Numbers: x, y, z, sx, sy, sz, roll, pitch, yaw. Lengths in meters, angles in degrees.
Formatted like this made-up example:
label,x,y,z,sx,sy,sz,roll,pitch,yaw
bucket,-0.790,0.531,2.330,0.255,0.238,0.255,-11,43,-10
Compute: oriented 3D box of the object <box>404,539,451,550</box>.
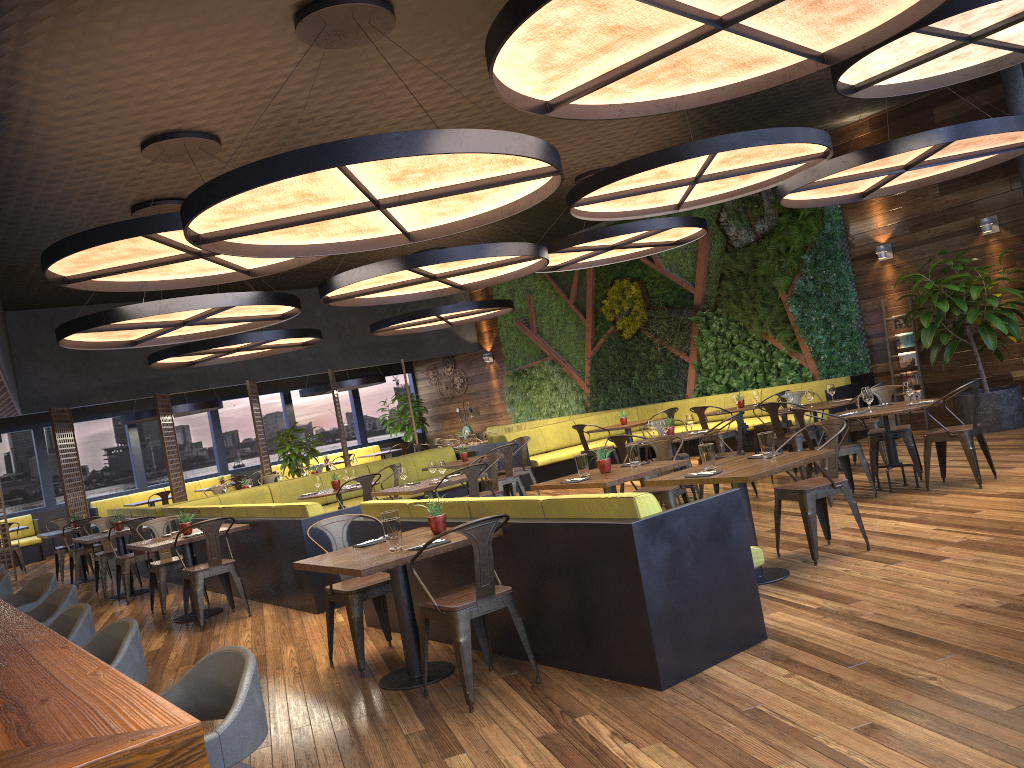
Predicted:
label,x,y,z,sx,sy,sz,roll,pitch,yaw
object,-0.472,0.881,4.856,0.255,0.019,0.157,-10,-1,-37

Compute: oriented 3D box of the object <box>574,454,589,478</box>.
label,x,y,z,sx,sy,sz,roll,pitch,yaw
object,0.554,0.644,6.954,0.102,0.178,0.102,-11,-1,19

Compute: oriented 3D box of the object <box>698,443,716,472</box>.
label,x,y,z,sx,sy,sz,roll,pitch,yaw
object,1.310,0.491,5.918,0.102,0.178,0.102,-11,-1,29

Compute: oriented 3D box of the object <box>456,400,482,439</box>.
label,x,y,z,sx,sy,sz,roll,pitch,yaw
object,-0.957,1.178,21.006,0.459,1.615,0.848,-10,-1,-37

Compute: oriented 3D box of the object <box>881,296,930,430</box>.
label,x,y,z,sx,sy,sz,roll,pitch,yaw
object,5.560,-0.284,12.549,0.210,1.896,0.441,-10,-1,-37

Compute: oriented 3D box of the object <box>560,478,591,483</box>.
label,x,y,z,sx,sy,sz,roll,pitch,yaw
object,0.473,0.738,6.817,0.157,0.019,0.255,-10,-1,-37

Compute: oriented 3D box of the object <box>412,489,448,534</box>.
label,x,y,z,sx,sy,sz,roll,pitch,yaw
object,-0.454,0.756,5.302,0.238,0.271,0.260,-10,-1,-31

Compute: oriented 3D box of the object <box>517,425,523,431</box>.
label,x,y,z,sx,sy,sz,roll,pitch,yaw
object,0.153,0.865,16.822,0.102,0.178,0.102,-11,-1,39

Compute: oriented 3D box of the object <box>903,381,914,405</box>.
label,x,y,z,sx,sy,sz,roll,pitch,yaw
object,3.677,0.082,8.208,0.097,0.206,0.097,-11,-1,40

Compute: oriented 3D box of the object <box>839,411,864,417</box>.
label,x,y,z,sx,sy,sz,roll,pitch,yaw
object,3.153,0.273,8.220,0.255,0.019,0.157,-10,-1,-5

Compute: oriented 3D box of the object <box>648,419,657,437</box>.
label,x,y,z,sx,sy,sz,roll,pitch,yaw
object,1.538,0.494,9.671,0.097,0.206,0.097,-10,-1,-30

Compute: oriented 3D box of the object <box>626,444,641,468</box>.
label,x,y,z,sx,sy,sz,roll,pitch,yaw
object,0.966,0.570,7.018,0.102,0.178,0.102,-10,-1,-31

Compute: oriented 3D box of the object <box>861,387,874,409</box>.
label,x,y,z,sx,sy,sz,roll,pitch,yaw
object,3.419,0.134,8.532,0.097,0.206,0.097,-11,-1,22

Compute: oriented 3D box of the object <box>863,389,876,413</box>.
label,x,y,z,sx,sy,sz,roll,pitch,yaw
object,3.259,0.156,8.101,0.097,0.206,0.097,-10,-1,-32

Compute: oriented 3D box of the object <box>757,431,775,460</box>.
label,x,y,z,sx,sy,sz,roll,pitch,yaw
object,1.723,0.416,5.982,0.102,0.178,0.102,-11,-1,29

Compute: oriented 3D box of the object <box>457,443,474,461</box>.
label,x,y,z,sx,sy,sz,roll,pitch,yaw
object,-0.639,0.888,11.820,0.260,0.271,0.238,-10,-1,-1

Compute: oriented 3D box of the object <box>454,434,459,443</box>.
label,x,y,z,sx,sy,sz,roll,pitch,yaw
object,-1.138,1.123,18.288,0.102,0.178,0.102,-10,-1,-1

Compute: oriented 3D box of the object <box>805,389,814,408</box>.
label,x,y,z,sx,sy,sz,roll,pitch,yaw
object,3.376,0.164,10.045,0.097,0.206,0.097,-11,-1,43

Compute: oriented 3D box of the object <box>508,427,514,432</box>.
label,x,y,z,sx,sy,sz,roll,pitch,yaw
object,-0.017,0.893,16.588,0.102,0.178,0.102,-10,-1,-1

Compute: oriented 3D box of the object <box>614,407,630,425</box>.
label,x,y,z,sx,sy,sz,roll,pitch,yaw
object,1.686,0.490,13.589,0.260,0.271,0.238,-10,-1,2

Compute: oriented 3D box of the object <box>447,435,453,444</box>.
label,x,y,z,sx,sy,sz,roll,pitch,yaw
object,-1.254,1.141,18.104,0.102,0.178,0.102,-11,-1,39

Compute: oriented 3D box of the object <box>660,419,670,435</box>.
label,x,y,z,sx,sy,sz,roll,pitch,yaw
object,1.598,0.477,9.237,0.097,0.206,0.097,-11,-1,25

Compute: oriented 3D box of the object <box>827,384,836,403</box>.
label,x,y,z,sx,sy,sz,roll,pitch,yaw
object,3.706,0.107,10.277,0.097,0.206,0.097,-10,-1,5

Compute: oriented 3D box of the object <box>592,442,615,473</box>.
label,x,y,z,sx,sy,sz,roll,pitch,yaw
object,0.711,0.569,7.011,0.238,0.271,0.260,-10,-1,2

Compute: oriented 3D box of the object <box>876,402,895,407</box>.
label,x,y,z,sx,sy,sz,roll,pitch,yaw
object,3.604,0.196,8.563,0.157,0.019,0.255,-11,-1,30

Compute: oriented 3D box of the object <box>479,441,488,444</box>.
label,x,y,z,sx,sy,sz,roll,pitch,yaw
object,-0.541,1.060,15.982,0.255,0.019,0.157,-10,-1,-37

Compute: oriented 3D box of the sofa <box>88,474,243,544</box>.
label,x,y,z,sx,sy,sz,roll,pitch,yaw
sofa,-7.302,2.662,19.007,3.061,0.914,0.966,-10,-1,-37

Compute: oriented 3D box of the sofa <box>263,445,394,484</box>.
label,x,y,z,sx,sy,sz,roll,pitch,yaw
sofa,-4.306,2.149,21.270,3.061,0.914,0.966,-10,-1,-37

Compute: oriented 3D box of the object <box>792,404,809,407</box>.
label,x,y,z,sx,sy,sz,roll,pitch,yaw
object,3.448,0.255,10.589,0.157,0.019,0.255,-10,-1,6

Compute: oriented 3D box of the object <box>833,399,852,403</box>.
label,x,y,z,sx,sy,sz,roll,pitch,yaw
object,3.750,0.192,10.104,0.255,0.019,0.157,-11,-1,31

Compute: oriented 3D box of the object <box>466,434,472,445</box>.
label,x,y,z,sx,sy,sz,roll,pitch,yaw
object,-0.785,1.030,16.431,0.102,0.178,0.102,-11,-1,39

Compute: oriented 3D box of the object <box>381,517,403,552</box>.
label,x,y,z,sx,sy,sz,roll,pitch,yaw
object,-0.654,0.834,4.894,0.102,0.178,0.102,-10,-1,-1

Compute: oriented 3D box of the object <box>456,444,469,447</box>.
label,x,y,z,sx,sy,sz,roll,pitch,yaw
object,-0.911,1.135,16.476,0.157,0.019,0.255,-10,-1,-37

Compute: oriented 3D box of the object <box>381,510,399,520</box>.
label,x,y,z,sx,sy,sz,roll,pitch,yaw
object,-0.716,0.851,5.313,0.102,0.178,0.102,-11,-1,39

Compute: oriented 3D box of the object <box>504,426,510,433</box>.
label,x,y,z,sx,sy,sz,roll,pitch,yaw
object,-0.078,0.909,16.964,0.102,0.178,0.102,-11,-1,39

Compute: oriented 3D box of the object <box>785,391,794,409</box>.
label,x,y,z,sx,sy,sz,roll,pitch,yaw
object,3.290,0.186,10.490,0.097,0.206,0.097,-10,-1,-21

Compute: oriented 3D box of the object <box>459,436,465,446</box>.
label,x,y,z,sx,sy,sz,roll,pitch,yaw
object,-0.907,1.049,16.151,0.102,0.178,0.102,-11,-1,39

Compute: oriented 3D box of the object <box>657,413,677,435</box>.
label,x,y,z,sx,sy,sz,roll,pitch,yaw
object,1.652,0.434,9.432,0.260,0.271,0.238,-10,-1,2

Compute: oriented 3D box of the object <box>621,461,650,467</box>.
label,x,y,z,sx,sy,sz,roll,pitch,yaw
object,1.017,0.644,7.187,0.157,0.019,0.255,-10,-1,-37

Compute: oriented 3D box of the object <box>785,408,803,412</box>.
label,x,y,z,sx,sy,sz,roll,pitch,yaw
object,3.224,0.288,10.076,0.255,0.019,0.157,-10,-1,-38

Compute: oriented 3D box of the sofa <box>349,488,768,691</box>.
label,x,y,z,sx,sy,sz,roll,pitch,yaw
sofa,0.109,1.109,5.686,0.966,0.914,3.061,-10,-1,-37

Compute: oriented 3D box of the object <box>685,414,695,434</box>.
label,x,y,z,sx,sy,sz,roll,pitch,yaw
object,1.900,0.424,9.429,0.097,0.206,0.097,-10,-1,5

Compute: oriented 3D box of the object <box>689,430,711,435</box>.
label,x,y,z,sx,sy,sz,roll,pitch,yaw
object,1.944,0.509,9.256,0.255,0.019,0.157,-11,-1,31

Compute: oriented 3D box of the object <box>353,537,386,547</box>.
label,x,y,z,sx,sy,sz,roll,pitch,yaw
object,-0.835,0.956,5.408,0.255,0.019,0.157,-10,-1,-37

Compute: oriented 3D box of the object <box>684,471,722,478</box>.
label,x,y,z,sx,sy,sz,roll,pitch,yaw
object,1.229,0.584,5.781,0.157,0.019,0.255,-10,-1,-37

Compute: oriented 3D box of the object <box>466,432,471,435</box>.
label,x,y,z,sx,sy,sz,roll,pitch,yaw
object,-0.879,1.074,18.166,0.102,0.178,0.102,-10,-1,-1

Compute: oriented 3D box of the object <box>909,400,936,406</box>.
label,x,y,z,sx,sy,sz,roll,pitch,yaw
object,3.696,0.171,8.032,0.255,0.019,0.157,-11,-1,40

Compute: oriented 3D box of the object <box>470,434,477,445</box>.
label,x,y,z,sx,sy,sz,roll,pitch,yaw
object,-0.689,1.008,16.080,0.102,0.178,0.102,-10,-1,-1

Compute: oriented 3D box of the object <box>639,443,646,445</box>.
label,x,y,z,sx,sy,sz,roll,pitch,yaw
object,1.447,0.600,9.268,0.255,0.019,0.157,-10,-1,-38

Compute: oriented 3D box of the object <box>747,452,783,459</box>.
label,x,y,z,sx,sy,sz,roll,pitch,yaw
object,1.773,0.491,6.151,0.157,0.019,0.255,-10,-1,-37

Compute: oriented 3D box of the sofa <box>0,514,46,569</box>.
label,x,y,z,sx,sy,sz,roll,pitch,yaw
sofa,-10.522,3.213,16.574,3.061,0.914,0.966,-10,-1,-37

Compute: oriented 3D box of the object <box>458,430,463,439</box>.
label,x,y,z,sx,sy,sz,roll,pitch,yaw
object,-1.056,1.058,18.116,0.238,0.271,0.260,-10,-1,-15

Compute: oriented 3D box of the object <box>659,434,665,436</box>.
label,x,y,z,sx,sy,sz,roll,pitch,yaw
object,1.696,0.562,9.769,0.157,0.019,0.255,-10,-1,6

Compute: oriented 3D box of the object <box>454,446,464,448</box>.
label,x,y,z,sx,sy,sz,roll,pitch,yaw
object,-0.988,1.142,16.014,0.157,0.019,0.255,-10,-1,-37
